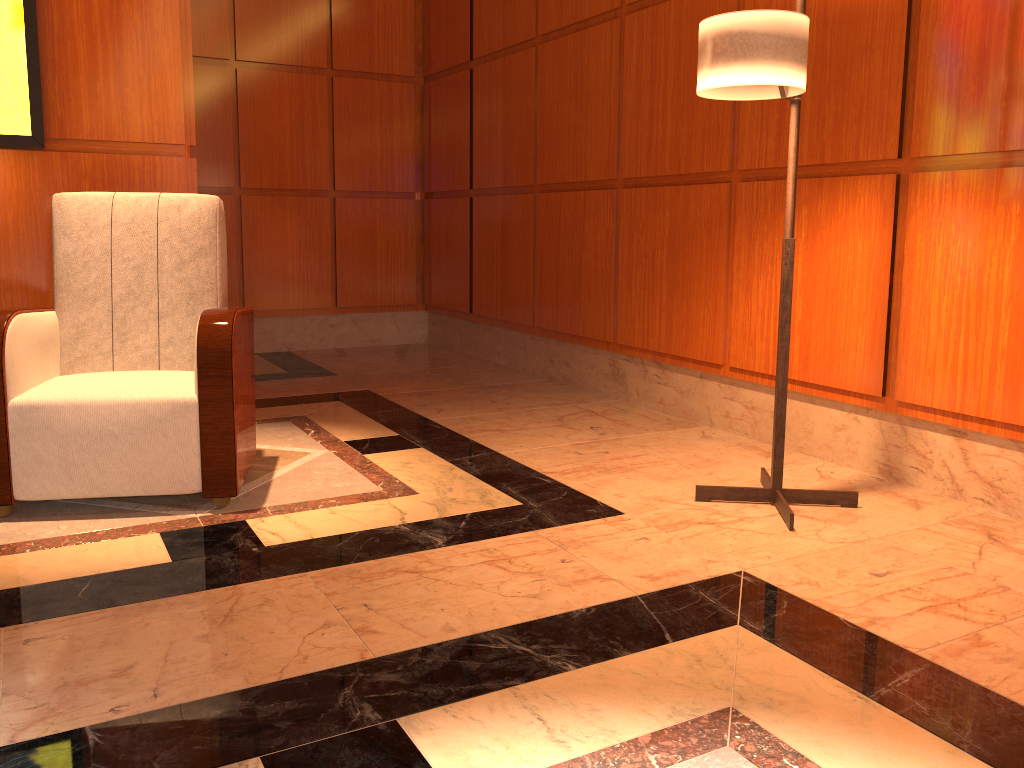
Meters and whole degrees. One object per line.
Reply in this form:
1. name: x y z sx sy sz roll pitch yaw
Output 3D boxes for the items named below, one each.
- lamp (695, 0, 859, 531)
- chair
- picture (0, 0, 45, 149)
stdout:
1. lamp: 0.772 -0.428 2.628 0.528 1.652 0.361 -6 10 -38
2. chair: -1.243 -0.142 2.861 0.738 0.955 0.632 -1 9 -10
3. picture: -2.575 -1.639 2.641 1.999 1.727 0.057 -5 9 -29
